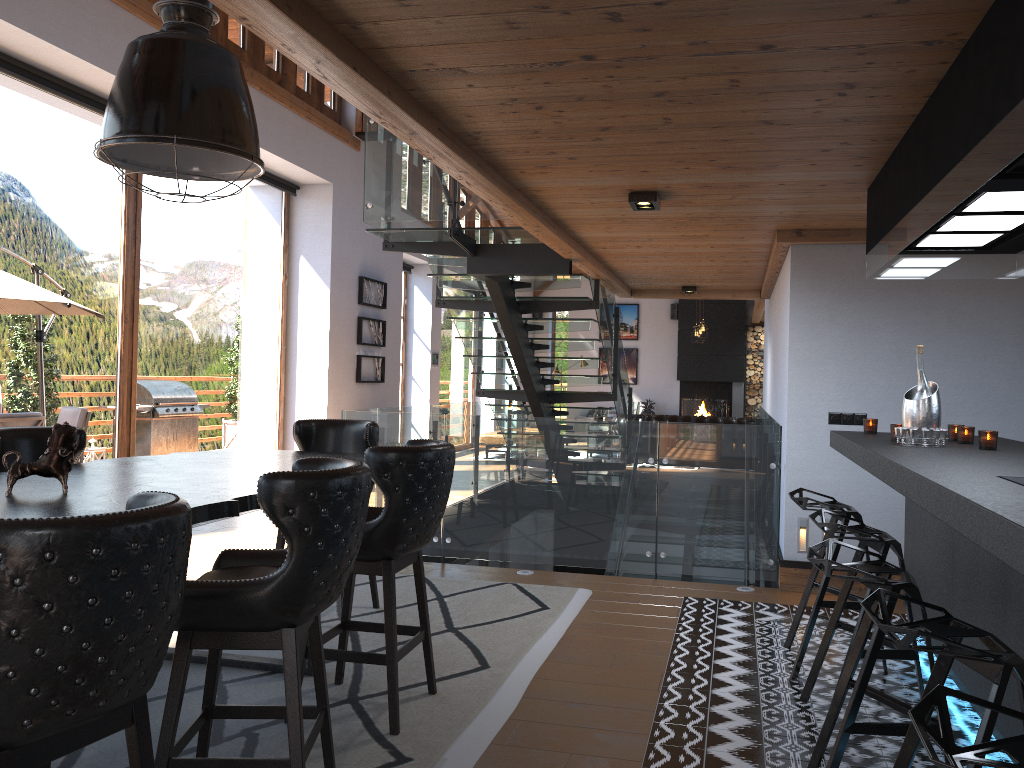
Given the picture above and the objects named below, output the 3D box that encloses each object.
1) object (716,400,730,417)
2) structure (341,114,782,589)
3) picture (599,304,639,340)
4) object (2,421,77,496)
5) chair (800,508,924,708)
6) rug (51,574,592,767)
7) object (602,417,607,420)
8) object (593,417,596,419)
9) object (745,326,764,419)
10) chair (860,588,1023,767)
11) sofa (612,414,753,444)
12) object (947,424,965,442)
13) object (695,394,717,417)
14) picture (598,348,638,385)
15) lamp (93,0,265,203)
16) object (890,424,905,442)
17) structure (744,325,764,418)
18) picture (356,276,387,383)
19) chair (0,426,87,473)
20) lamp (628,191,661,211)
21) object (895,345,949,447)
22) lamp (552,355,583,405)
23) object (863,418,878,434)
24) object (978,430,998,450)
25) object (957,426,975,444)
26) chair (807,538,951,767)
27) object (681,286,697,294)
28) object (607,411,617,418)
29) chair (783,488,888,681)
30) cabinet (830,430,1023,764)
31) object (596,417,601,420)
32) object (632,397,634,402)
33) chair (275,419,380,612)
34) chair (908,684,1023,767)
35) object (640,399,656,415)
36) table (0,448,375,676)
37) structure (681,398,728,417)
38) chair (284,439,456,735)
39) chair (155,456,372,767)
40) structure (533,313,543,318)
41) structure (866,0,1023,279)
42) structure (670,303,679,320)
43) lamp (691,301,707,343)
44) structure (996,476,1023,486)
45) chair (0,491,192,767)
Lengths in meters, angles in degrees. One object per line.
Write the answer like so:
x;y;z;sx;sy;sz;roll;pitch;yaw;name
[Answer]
4.411;0.846;18.614;0.311;1.018;0.304;2;0;-31;object
-1.986;0.868;8.642;9.162;6.399;11.085;1;0;14;structure
2.401;-1.393;19.892;0.875;0.816;0.036;1;0;13;picture
-1.601;0.251;3.009;0.223;0.253;0.115;1;0;-24;object
1.430;0.953;3.539;0.467;0.839;0.541;1;0;11;chair
-1.372;1.303;3.325;2.538;0.047;5.661;2;0;14;rug
1.605;0.554;15.324;0.088;0.286;0.087;2;0;-9;object
1.458;0.550;15.430;0.087;0.286;0.088;1;0;26;object
5.219;0.067;18.968;0.491;2.612;0.469;1;0;13;object
1.070;0.954;2.077;0.467;0.839;0.541;1;0;11;chair
2.892;0.920;14.573;2.553;0.838;1.246;2;0;13;sofa
2.203;0.243;4.398;0.080;0.081;0.078;1;0;-21;object
3.530;0.583;16.010;0.403;0.808;0.625;1;0;25;object
2.376;-0.398;19.884;0.875;0.816;0.036;1;0;13;picture
-1.233;-3.064;3.477;0.628;4.685;0.615;2;0;-31;lamp
1.866;0.236;4.276;0.080;0.081;0.078;1;0;-21;object
5.224;0.061;18.958;0.499;2.617;0.514;1;0;14;structure
-1.779;-0.671;11.275;0.059;1.312;0.778;1;0;14;picture
-2.061;0.745;3.877;0.563;1.092;0.508;1;0;23;chair
0.731;-1.012;4.880;0.154;0.068;0.262;2;0;14;lamp
1.857;0.052;4.015;0.225;0.452;0.226;1;0;14;object
1.096;0.318;18.988;0.521;1.899;1.337;1;0;35;lamp
1.998;0.234;4.938;0.080;0.081;0.078;1;0;-41;object
2.062;0.244;3.839;0.080;0.081;0.078;1;0;-21;object
2.156;0.243;4.213;0.080;0.081;0.078;1;0;-21;object
1.167;0.951;2.790;0.466;0.839;0.543;1;0;20;chair
1.903;-1.014;9.503;0.154;0.068;0.262;2;0;14;object
2.210;0.677;19.650;0.279;0.160;0.260;2;0;16;object
1.575;0.951;4.285;0.467;0.839;0.541;1;0;14;chair
1.681;0.834;2.735;0.884;1.104;4.826;1;0;14;cabinet
1.505;0.551;15.351;0.089;0.286;0.086;2;0;-37;object
2.545;0.507;19.483;0.261;0.532;0.424;2;0;-17;object
-1.030;0.754;4.977;0.501;1.092;0.571;1;0;13;chair
0.851;0.953;1.328;0.466;0.839;0.542;1;0;15;chair
2.983;0.545;19.449;0.337;0.455;0.337;1;0;39;object
-1.499;0.847;3.027;1.422;0.950;3.817;1;0;14;table
4.139;0.583;19.066;0.977;0.514;0.184;2;0;13;structure
-0.526;0.776;3.576;0.565;1.092;0.506;1;0;13;chair
-0.716;0.778;2.627;0.569;1.092;0.503;1;0;-2;chair
0.591;-1.674;20.231;0.212;0.349;0.215;1;0;14;structure
1.777;-0.769;2.927;0.707;0.476;3.268;1;0;14;structure
3.596;-1.593;19.538;0.212;0.349;0.215;1;0;14;structure
3.537;-1.883;16.673;0.261;2.202;0.804;1;0;5;lamp
1.626;0.292;2.314;0.501;0.017;0.613;2;0;14;structure
-0.982;0.786;1.842;0.563;1.092;0.508;1;0;23;chair
